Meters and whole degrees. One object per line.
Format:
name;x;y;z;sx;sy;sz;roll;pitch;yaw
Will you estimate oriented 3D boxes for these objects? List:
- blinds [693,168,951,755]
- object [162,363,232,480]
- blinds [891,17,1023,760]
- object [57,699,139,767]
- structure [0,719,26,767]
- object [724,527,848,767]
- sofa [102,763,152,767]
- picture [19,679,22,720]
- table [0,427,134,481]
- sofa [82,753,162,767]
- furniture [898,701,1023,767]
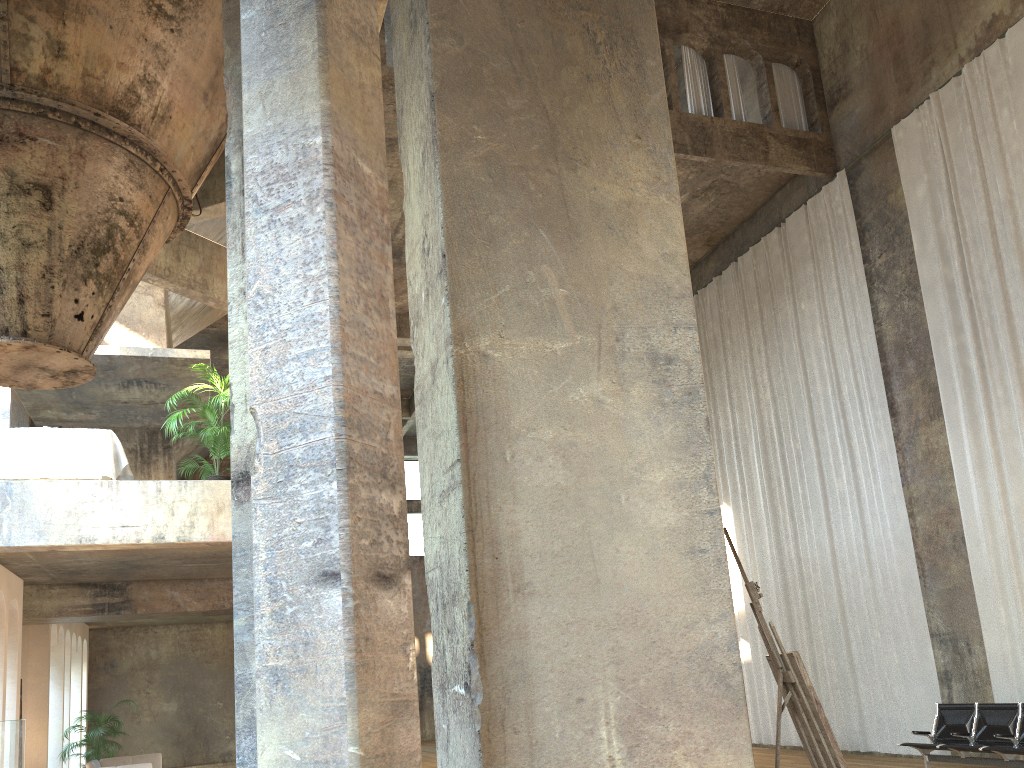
blinds;4.141;2.134;15.998;0.275;8.389;8.076;-1;-16;-18
object;-3.634;0.558;11.103;1.400;1.756;1.399;-1;-15;-14
blinds;6.916;-0.804;8.021;0.275;8.389;8.076;-1;-16;-18
object;-8.323;7.329;17.754;1.400;1.759;1.399;-1;-15;-14
structure;-5.188;4.106;8.603;0.594;1.502;0.765;0;-14;-20
object;1.278;1.639;3.745;0.686;2.084;0.721;-6;-13;6
sofa;-5.671;5.988;12.793;2.065;0.700;3.022;2;-19;-19
picture;-8.735;6.038;15.387;0.069;1.718;1.550;-1;-15;-19
table;-5.462;1.001;10.438;1.750;0.778;1.151;2;-18;-19
sofa;-7.021;7.417;16.671;2.068;0.700;1.105;2;-18;-20
furniture;5.227;3.994;9.779;0.708;0.816;1.931;0;-18;-19
